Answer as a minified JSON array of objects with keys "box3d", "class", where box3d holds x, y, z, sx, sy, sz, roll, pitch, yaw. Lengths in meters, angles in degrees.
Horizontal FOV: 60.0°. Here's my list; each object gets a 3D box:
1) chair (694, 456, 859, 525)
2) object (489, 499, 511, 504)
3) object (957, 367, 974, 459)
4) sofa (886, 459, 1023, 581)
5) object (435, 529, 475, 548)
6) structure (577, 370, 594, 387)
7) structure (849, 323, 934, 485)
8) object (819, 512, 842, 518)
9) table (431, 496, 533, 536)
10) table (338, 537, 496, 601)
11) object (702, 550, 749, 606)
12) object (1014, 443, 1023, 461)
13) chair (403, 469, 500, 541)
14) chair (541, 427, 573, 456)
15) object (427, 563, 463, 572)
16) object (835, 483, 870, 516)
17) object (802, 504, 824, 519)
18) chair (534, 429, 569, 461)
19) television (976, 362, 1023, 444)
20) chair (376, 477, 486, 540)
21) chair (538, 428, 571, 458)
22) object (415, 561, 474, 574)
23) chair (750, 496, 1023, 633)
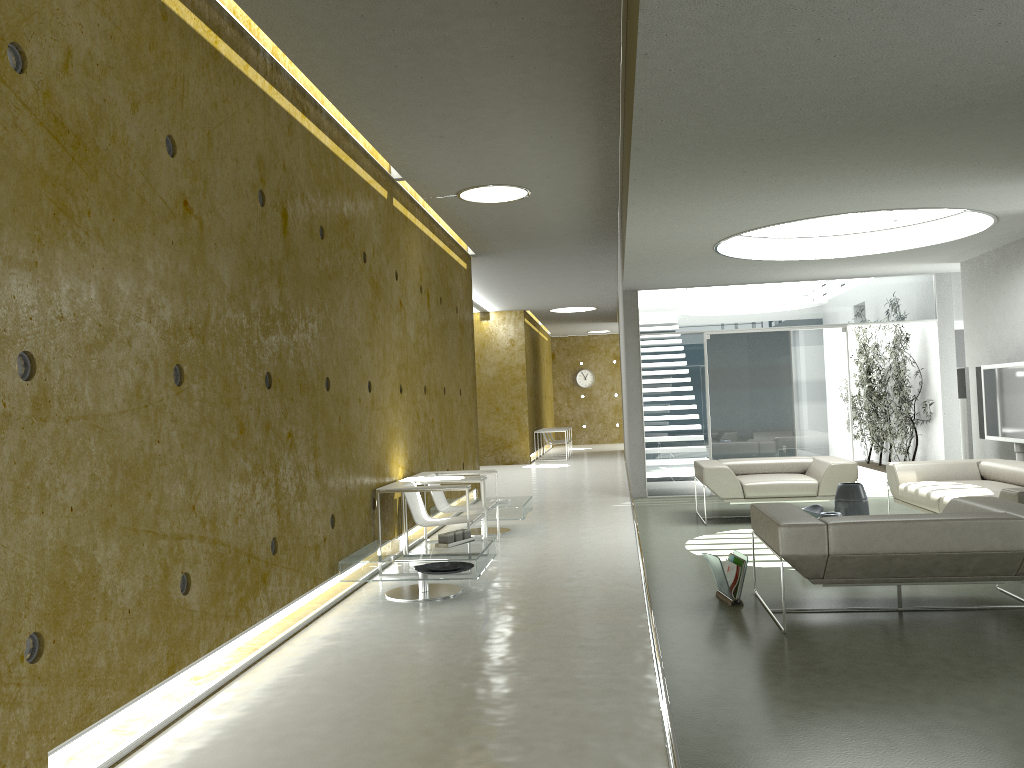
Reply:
[{"box3d":[2.681,1.078,9.145,1.481,0.583,1.039,-3,-1,7],"class":"chair"},{"box3d":[-0.119,1.165,8.779,0.197,0.029,0.189,-3,-1,7],"class":"object"},{"box3d":[5.021,0.551,9.788,0.310,1.469,0.310,-3,-2,34],"class":"object"},{"box3d":[3.887,0.971,6.966,1.037,0.585,2.791,-3,-1,7],"class":"sofa"},{"box3d":[-0.402,1.080,6.250,0.118,0.097,0.326,-3,-2,32],"class":"object"},{"box3d":[2.209,-0.159,26.630,0.547,0.539,0.016,-3,-1,7],"class":"structure"},{"box3d":[5.271,0.057,12.881,0.646,2.589,3.371,-3,-1,6],"class":"structure"},{"box3d":[2.494,1.066,6.932,0.177,0.113,0.177,-2,-1,-13],"class":"object"},{"box3d":[-0.279,1.340,8.925,0.900,0.300,0.900,-3,-1,7],"class":"table"},{"box3d":[-0.611,1.284,6.097,0.900,0.300,0.900,-3,-1,7],"class":"table"},{"box3d":[1.321,1.192,5.478,0.216,0.288,0.329,-2,-1,-3],"class":"object"},{"box3d":[4.907,0.918,8.639,0.323,0.689,0.882,-3,-1,7],"class":"object"},{"box3d":[-0.524,1.142,7.951,0.710,0.667,0.800,-3,-1,7],"class":"chair"},{"box3d":[1.104,1.417,21.824,0.710,0.667,0.800,-3,-1,7],"class":"chair"},{"box3d":[-0.447,1.225,5.892,0.239,0.027,0.239,-3,-2,24],"class":"object"},{"box3d":[2.751,0.963,7.190,0.265,0.309,0.265,-2,-1,-10],"class":"object"},{"box3d":[2.446,1.072,7.325,0.223,0.125,0.317,-4,-2,43],"class":"object"},{"box3d":[0.904,1.384,20.123,0.710,0.667,0.800,-3,-1,7],"class":"chair"},{"box3d":[4.930,0.182,8.651,0.127,0.781,1.603,-3,-1,7],"class":"television"},{"box3d":[-0.624,1.125,7.100,0.710,0.667,0.800,-3,-1,7],"class":"chair"},{"box3d":[1.004,1.401,20.973,0.710,0.667,0.800,-3,-1,7],"class":"chair"},{"box3d":[-0.447,1.228,5.892,0.394,0.027,0.394,-2,-1,-10],"class":"object"},{"box3d":[2.204,0.997,5.074,1.481,0.583,1.039,-3,-1,7],"class":"chair"}]
